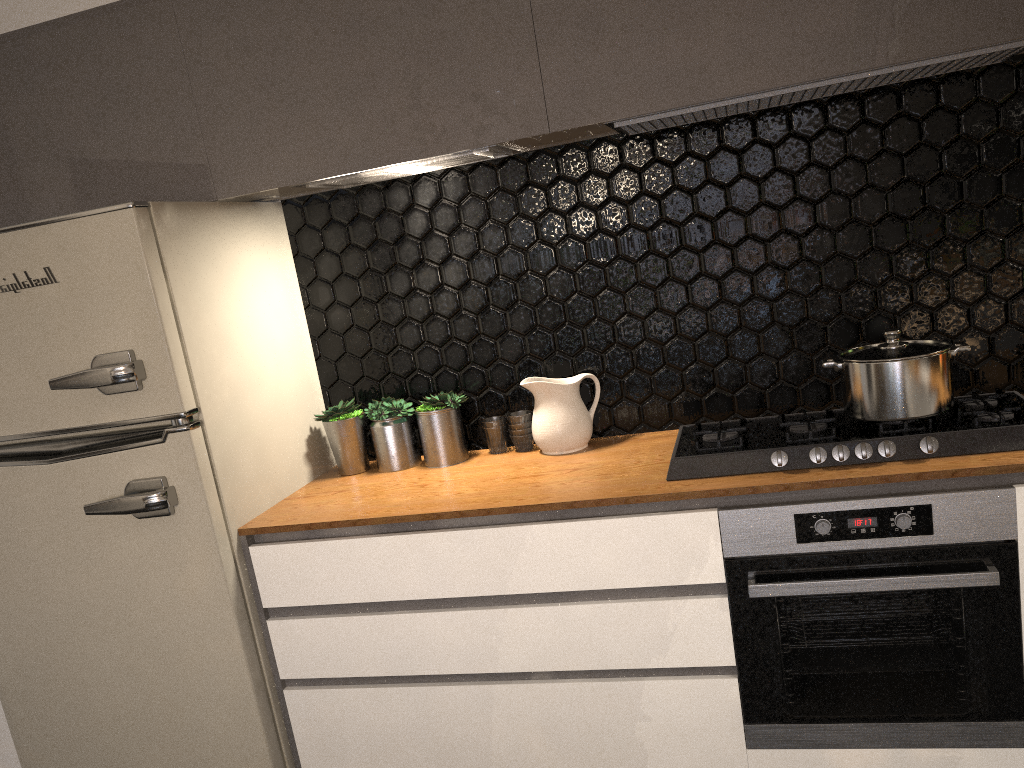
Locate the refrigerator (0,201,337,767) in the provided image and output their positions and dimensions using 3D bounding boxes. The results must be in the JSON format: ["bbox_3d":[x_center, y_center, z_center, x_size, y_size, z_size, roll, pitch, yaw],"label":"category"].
[{"bbox_3d":[-1.040,0.410,2.585,0.830,1.730,0.760,-6,12,16],"label":"refrigerator"}]

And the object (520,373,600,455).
[{"bbox_3d":[0.143,0.080,2.505,0.190,0.217,0.169,-4,12,29],"label":"object"}]

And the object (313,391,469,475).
[{"bbox_3d":[-0.349,0.137,2.641,0.482,0.223,0.170,-7,11,13],"label":"object"}]

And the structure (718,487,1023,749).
[{"bbox_3d":[0.845,0.481,2.167,0.588,0.595,0.577,-7,11,16],"label":"structure"}]

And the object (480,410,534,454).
[{"bbox_3d":[-0.009,0.143,2.596,0.161,0.112,0.077,-6,12,21],"label":"object"}]
